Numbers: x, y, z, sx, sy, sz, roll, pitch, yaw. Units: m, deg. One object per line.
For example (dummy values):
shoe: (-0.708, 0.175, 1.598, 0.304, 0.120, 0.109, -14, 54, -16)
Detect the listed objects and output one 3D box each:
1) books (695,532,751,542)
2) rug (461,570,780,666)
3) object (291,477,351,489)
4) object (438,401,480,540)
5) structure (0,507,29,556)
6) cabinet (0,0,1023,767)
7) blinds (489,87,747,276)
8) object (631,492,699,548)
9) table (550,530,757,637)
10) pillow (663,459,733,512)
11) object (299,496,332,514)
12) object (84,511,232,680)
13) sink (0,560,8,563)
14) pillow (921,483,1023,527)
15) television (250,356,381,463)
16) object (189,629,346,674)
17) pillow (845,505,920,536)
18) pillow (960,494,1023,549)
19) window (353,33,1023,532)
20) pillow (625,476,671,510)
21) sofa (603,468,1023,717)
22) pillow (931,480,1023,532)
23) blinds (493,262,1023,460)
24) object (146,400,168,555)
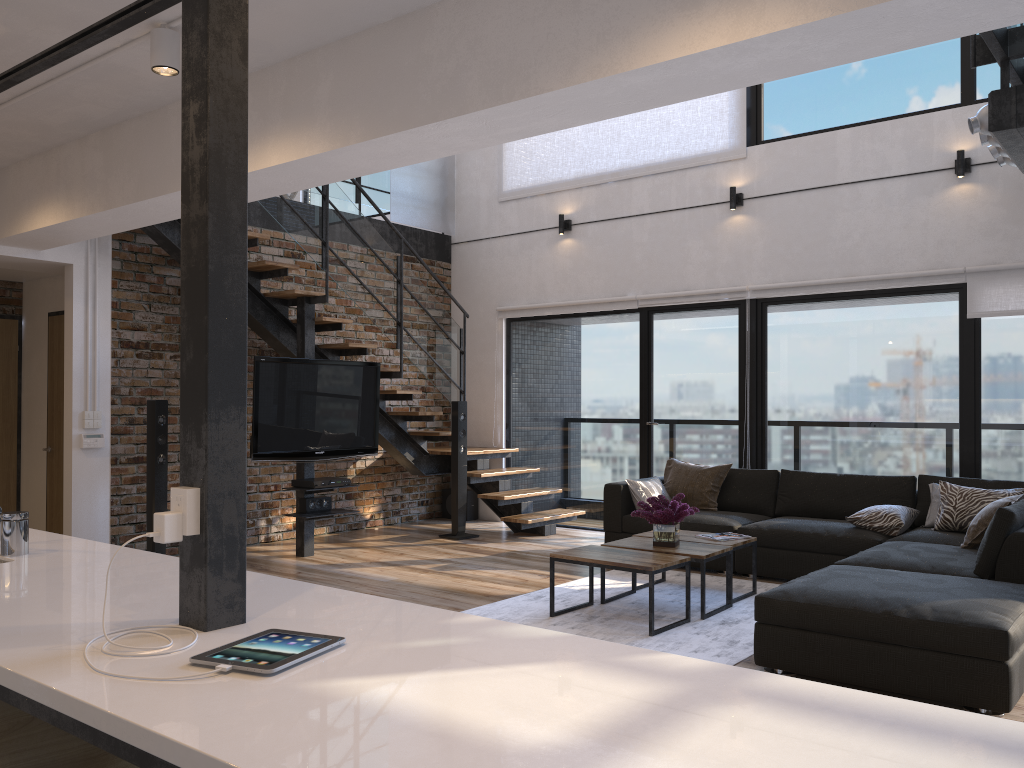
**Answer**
books: (1.305, 0.943, 5.475, 0.295, 0.013, 0.229, 1, -2, -31)
rug: (0.856, 1.291, 5.133, 1.637, 0.003, 2.113, -1, -2, 38)
object: (-1.448, 0.753, 6.753, 0.275, 0.058, 0.360, -1, -2, 38)
object: (-0.467, 0.754, 7.845, 0.271, 1.206, 0.271, 0, -1, 43)
structure: (-1.748, 0.128, 2.940, 0.392, 0.813, 0.507, 0, -1, -12)
cabinet: (-2.414, -0.006, 2.367, 9.116, 2.871, 2.474, -1, -1, 38)
blinds: (-0.542, -2.595, 8.031, 10.203, 2.975, 1.995, 0, -1, 17)
object: (0.903, 0.771, 5.175, 0.342, 0.343, 0.375, -1, -1, 40)
table: (0.875, 1.116, 5.167, 0.697, 0.350, 1.298, -1, -2, 38)
pillow: (1.398, 0.789, 6.946, 0.609, 0.382, 0.265, -1, -1, 39)
object: (-1.507, 0.926, 6.806, 0.088, 0.112, 0.247, -1, -1, 38)
object: (-0.682, 0.383, 1.666, 0.214, 0.246, 0.417, 1, -1, -31)
sink: (-1.869, 0.640, 2.702, 0.706, 0.203, 0.406, -1, -2, 38)
pillow: (2.956, 0.802, 5.676, 0.611, 0.294, 0.234, -1, -1, 39)
television: (-1.496, 0.205, 6.782, 0.136, 0.783, 1.207, 0, -1, 38)
object: (-0.452, 0.501, 1.663, 0.188, 0.013, 0.240, 0, -1, 23)
pillow: (2.450, 0.889, 5.843, 0.356, 0.177, 0.531, -1, -2, 36)
pillow: (2.774, 0.795, 5.103, 0.273, 0.309, 0.547, -1, -1, 38)
window: (0.748, -1.267, 6.075, 13.398, 5.566, 5.664, -1, -1, 38)
pillow: (1.070, 0.850, 6.774, 0.212, 0.265, 0.498, -1, -1, 39)
sofa: (1.573, 0.950, 5.378, 3.044, 0.700, 2.999, -1, -2, 38)
pillow: (2.910, 0.775, 5.514, 0.532, 0.314, 0.250, -1, -1, 42)
blinds: (1.941, 0.216, 7.227, 5.369, 2.044, 0.095, -1, -1, 38)
object: (-2.537, 0.716, 6.339, 0.271, 1.206, 0.271, 0, -1, 28)
